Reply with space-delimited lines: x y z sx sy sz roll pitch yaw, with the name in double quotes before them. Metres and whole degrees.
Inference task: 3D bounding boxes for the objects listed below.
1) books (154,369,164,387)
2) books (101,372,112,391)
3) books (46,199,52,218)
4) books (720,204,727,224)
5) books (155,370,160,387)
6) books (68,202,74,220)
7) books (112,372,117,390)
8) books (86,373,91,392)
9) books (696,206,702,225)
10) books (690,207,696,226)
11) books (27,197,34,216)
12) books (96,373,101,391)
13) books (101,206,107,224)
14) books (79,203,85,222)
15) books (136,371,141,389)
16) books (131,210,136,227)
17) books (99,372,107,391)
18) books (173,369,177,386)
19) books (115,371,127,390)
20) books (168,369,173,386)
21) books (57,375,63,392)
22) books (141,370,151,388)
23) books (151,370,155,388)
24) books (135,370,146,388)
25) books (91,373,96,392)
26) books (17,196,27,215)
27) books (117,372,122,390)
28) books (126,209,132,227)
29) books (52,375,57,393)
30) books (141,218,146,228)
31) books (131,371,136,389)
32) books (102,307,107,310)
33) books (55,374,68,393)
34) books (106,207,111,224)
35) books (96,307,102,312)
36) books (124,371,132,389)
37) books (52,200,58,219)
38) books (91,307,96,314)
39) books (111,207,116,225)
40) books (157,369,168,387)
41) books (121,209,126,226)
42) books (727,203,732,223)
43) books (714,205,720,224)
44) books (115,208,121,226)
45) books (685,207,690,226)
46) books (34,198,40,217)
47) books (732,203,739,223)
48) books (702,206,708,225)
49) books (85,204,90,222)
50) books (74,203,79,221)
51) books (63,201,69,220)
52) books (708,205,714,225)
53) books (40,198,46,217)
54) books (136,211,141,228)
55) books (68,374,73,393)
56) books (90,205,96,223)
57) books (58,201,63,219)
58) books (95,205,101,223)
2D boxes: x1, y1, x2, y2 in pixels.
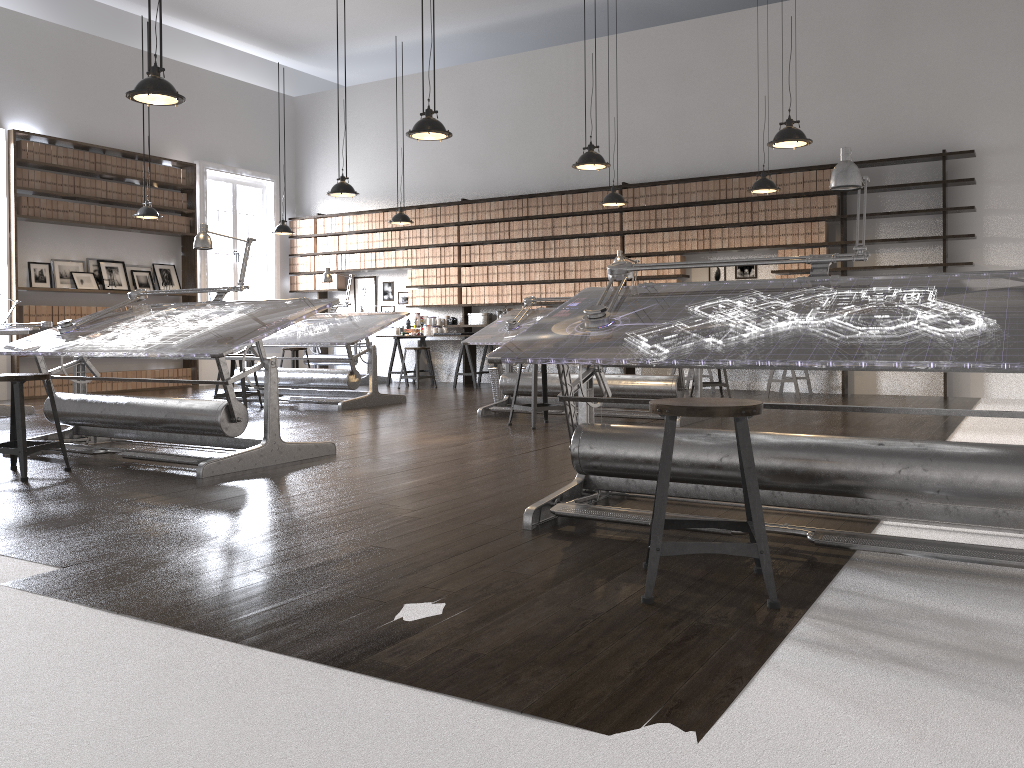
"books" -4.636 -0.075 11.574 0.174 0.225 0.067 0 1 31
"books" -5.021 -0.031 10.923 0.174 0.225 0.067 0 1 31
"books" -5.420 -2.020 10.274 0.174 0.225 0.067 0 1 31
"books" 2.412 -1.909 10.006 0.067 0.225 0.175 0 2 31
"books" -4.665 -0.071 11.513 0.174 0.226 0.067 0 1 31
"books" -5.281 -2.036 10.503 0.174 0.225 0.067 0 1 31
"books" -4.981 -0.036 10.986 0.174 0.226 0.067 0 1 31
"books" -5.164 -0.016 10.690 0.174 0.225 0.067 0 1 31
"books" 2.170 -1.916 10.152 0.067 0.225 0.175 0 2 31
"books" 2.109 -1.918 10.191 0.067 0.225 0.175 0 2 31
"books" -5.527 -2.008 10.085 0.174 0.226 0.067 0 1 31
"books" -5.092 -0.023 10.797 0.174 0.226 0.067 0 1 31
"books" -5.059 -2.060 10.867 0.174 0.226 0.067 0 1 31
"books" -5.209 -2.044 10.626 0.174 0.225 0.067 0 1 31
"books" -4.809 -0.055 11.282 0.174 0.225 0.067 0 1 31
"books" -4.849 -2.084 11.231 0.174 0.225 0.067 0 1 31
"books" -5.055 -0.027 10.859 0.174 0.225 0.067 0 1 31
"books" -4.527 -0.087 11.757 0.174 0.225 0.067 0 1 31
"books" -4.915 -0.044 11.104 0.174 0.225 0.067 0 1 31
"books" -4.560 -0.083 11.693 0.174 0.225 0.067 0 1 31
"books" -5.349 0.005 10.379 0.174 0.225 0.067 0 1 31
"books" -4.734 -0.064 11.403 0.174 0.225 0.067 0 1 31
"books" -4.704 -0.067 11.458 0.174 0.225 0.067 0 1 31
"books" -4.770 -0.059 11.340 0.174 0.226 0.067 0 1 31
"books" -5.128 -0.020 10.745 0.174 0.225 0.067 0 1 31
"books" -5.570 -2.004 10.024 0.174 0.225 0.067 0 1 31
"books" -4.945 -0.040 11.050 0.174 0.225 0.067 0 1 31
"books" -4.882 -2.080 11.168 0.174 0.225 0.067 0 1 31
"books" -5.379 0.009 10.318 0.174 0.226 0.067 0 1 31
"books" -4.773 -2.092 11.347 0.174 0.226 0.067 0 1 31
"books" -4.847 -0.051 11.223 0.174 0.225 0.067 0 1 31
"books" -5.057 -0.832 10.873 0.174 0.225 0.067 0 1 31
"books" -5.313 0.001 10.440 0.174 0.225 0.067 0 1 31
"books" -5.030 -2.064 10.924 0.174 0.225 0.067 0 1 31
"books" -5.089 -0.828 10.811 0.174 0.226 0.067 0 1 31
"books" -4.876 -0.047 11.159 0.174 0.226 0.067 0 1 31
"books" -5.384 -2.024 10.335 0.174 0.225 0.067 0 1 31
"books" -5.128 -0.824 10.750 0.174 0.225 0.067 0 1 31
"books" -4.999 -2.068 10.982 0.174 0.225 0.067 0 1 31
"books" -4.599 -0.079 11.635 0.174 0.225 0.067 0 1 31
"books" -4.922 -2.076 11.110 0.174 0.225 0.067 0 1 31
"books" 2.474 -1.908 9.969 0.067 0.225 0.175 0 2 31
"books" 2.351 -1.911 10.046 0.067 0.225 0.174 0 2 31
"books" -4.956 -2.072 11.042 0.174 0.226 0.067 0 1 31
"books" 2.056 -1.919 10.224 0.067 0.225 0.175 0 2 31
"books" -5.494 -2.012 10.152 0.174 0.225 0.067 0 1 31
"books" 2.530 -1.907 9.940 0.067 0.225 0.175 0 2 31
"books" 2.232 -1.915 10.119 0.067 0.225 0.175 0 2 31
"books" -5.175 -2.048 10.687 0.174 0.225 0.067 0 1 31
"books" -5.242 -2.040 10.564 0.174 0.226 0.067 0 1 31
"books" -5.314 -2.032 10.449 0.174 0.225 0.067 0 1 31
"books" 2.293 -1.913 10.085 0.067 0.225 0.174 0 2 31
"books" -5.453 -2.016 10.211 0.174 0.225 0.067 0 1 31
"books" -4.813 -2.088 11.292 0.174 0.225 0.067 0 1 31
"books" -5.273 -0.003 10.499 0.174 0.225 0.067 0 1 31
"books" -5.136 -2.052 10.745 0.174 0.225 0.067 0 1 31
"books" -5.344 -2.028 10.390 0.174 0.226 0.067 0 1 31
"books" -5.096 -2.056 10.805 0.174 0.225 0.067 0 1 31
